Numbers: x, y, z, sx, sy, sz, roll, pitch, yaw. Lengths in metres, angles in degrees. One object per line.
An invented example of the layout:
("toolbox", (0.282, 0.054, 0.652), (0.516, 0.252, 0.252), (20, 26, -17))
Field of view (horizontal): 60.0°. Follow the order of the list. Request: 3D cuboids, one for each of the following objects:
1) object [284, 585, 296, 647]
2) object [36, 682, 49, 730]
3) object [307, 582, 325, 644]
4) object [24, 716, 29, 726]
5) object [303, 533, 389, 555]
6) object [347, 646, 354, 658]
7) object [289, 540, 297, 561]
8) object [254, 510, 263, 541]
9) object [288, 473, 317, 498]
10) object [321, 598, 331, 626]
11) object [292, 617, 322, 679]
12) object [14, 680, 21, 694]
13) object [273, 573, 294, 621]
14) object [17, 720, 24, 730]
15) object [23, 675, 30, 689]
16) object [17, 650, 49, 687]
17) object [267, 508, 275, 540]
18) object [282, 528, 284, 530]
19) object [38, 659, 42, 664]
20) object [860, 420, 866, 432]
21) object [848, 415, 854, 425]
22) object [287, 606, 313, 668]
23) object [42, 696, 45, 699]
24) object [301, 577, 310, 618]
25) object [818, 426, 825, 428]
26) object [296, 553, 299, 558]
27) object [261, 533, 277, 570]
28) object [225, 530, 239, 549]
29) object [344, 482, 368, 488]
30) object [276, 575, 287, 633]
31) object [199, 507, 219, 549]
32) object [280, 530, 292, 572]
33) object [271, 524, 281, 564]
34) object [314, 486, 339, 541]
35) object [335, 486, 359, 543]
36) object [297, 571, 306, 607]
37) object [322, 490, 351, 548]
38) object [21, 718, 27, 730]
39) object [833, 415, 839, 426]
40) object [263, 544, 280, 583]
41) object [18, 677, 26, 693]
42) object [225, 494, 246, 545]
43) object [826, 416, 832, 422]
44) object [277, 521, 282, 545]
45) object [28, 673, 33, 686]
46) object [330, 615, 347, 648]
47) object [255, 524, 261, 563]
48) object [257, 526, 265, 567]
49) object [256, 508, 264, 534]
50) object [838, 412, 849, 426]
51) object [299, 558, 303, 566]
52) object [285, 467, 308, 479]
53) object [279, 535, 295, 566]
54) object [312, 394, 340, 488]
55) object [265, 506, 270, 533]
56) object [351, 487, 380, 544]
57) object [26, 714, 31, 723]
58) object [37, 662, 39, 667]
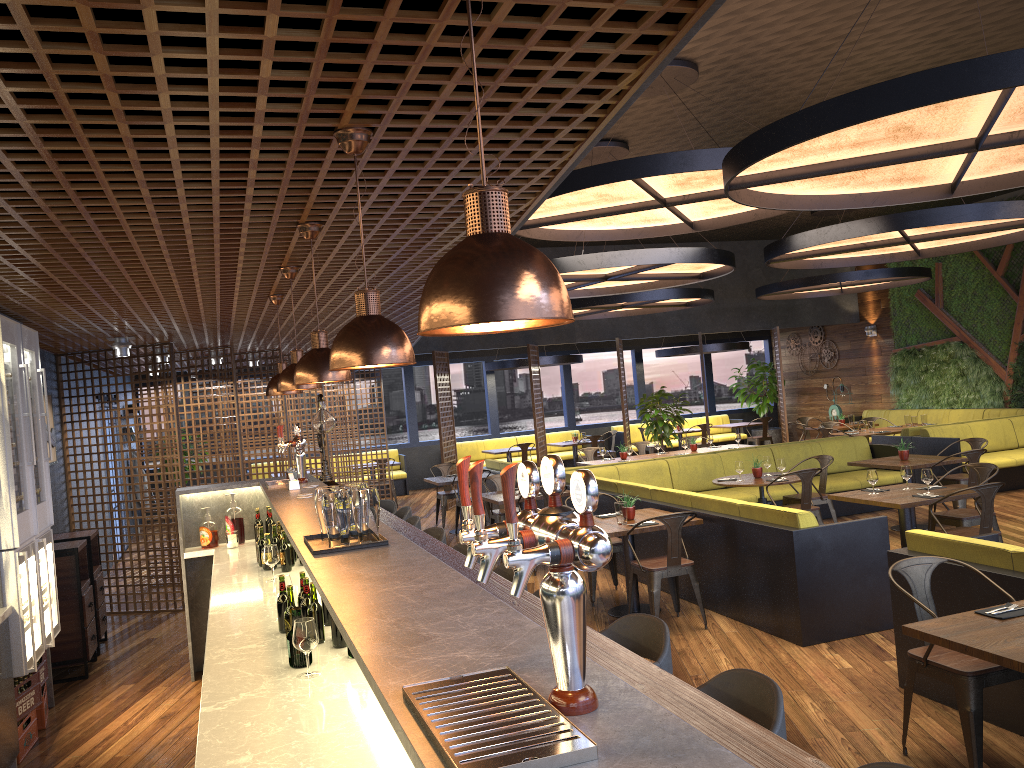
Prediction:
("object", (-0.918, 0.967, 3.700), (0.063, 0.254, 0.063), (-5, 0, -16))
("object", (-3.247, 2.155, 5.885), (0.277, 0.206, 0.416), (-5, 0, -25))
("object", (-0.827, 0.960, 3.725), (0.063, 0.254, 0.063), (-5, 0, 9))
("object", (-3.002, 2.111, 5.465), (0.057, 0.205, 0.056), (-5, 0, 38))
("object", (-0.645, 0.601, 3.411), (0.273, 0.019, 0.437), (-5, 0, -18))
("object", (-0.609, 0.954, 3.481), (0.088, 0.224, 0.088), (-5, 0, 36))
("object", (-1.439, 1.026, 5.757), (0.063, 0.254, 0.063), (-5, 0, -16))
("object", (-1.909, 1.073, 6.674), (0.063, 0.254, 0.063), (-5, 0, -31))
("object", (-1.292, 0.627, 5.601), (0.200, 0.106, 0.766), (-5, 0, -18))
("object", (-0.834, 0.962, 4.016), (0.063, 0.254, 0.063), (-5, 0, -16))
("object", (-0.761, 0.975, 3.283), (0.097, 0.206, 0.097), (-5, 0, 13))
("object", (-2.970, 1.881, 5.323), (0.056, 0.205, 0.057), (-5, 0, 8))
("object", (-1.084, 1.009, 4.209), (0.097, 0.206, 0.097), (-5, 0, 31))
("object", (-2.961, 2.107, 5.337), (0.056, 0.205, 0.057), (-5, 0, -2))
("object", (-2.989, 1.884, 5.456), (0.056, 0.205, 0.057), (-5, 0, -42))
("object", (-3.279, 1.931, 5.880), (0.277, 0.206, 0.416), (-5, 0, -15))
("object", (-1.819, 1.065, 6.693), (0.063, 0.254, 0.063), (-5, 0, -26))
("object", (-1.656, 1.050, 6.503), (0.063, 0.254, 0.063), (-5, 0, 44))
("object", (-3.208, 1.906, 6.003), (0.056, 0.205, 0.056), (-5, 0, 28))
("object", (5.693, 0.679, 14.369), (0.102, 0.178, 0.102), (-5, 0, -33))
("object", (6.143, 0.650, 16.048), (0.102, 0.178, 0.102), (-5, 0, 17))
("object", (-0.821, 0.972, 3.414), (0.088, 0.224, 0.088), (-5, 0, 11))
("object", (-3.173, 2.129, 5.961), (0.056, 0.205, 0.056), (-5, 0, 3))
("object", (-0.882, 0.965, 3.838), (0.063, 0.254, 0.063), (-5, 0, -26))
("object", (5.637, 0.774, 16.011), (0.157, 0.019, 0.255), (-5, 0, -19))
("object", (-1.437, 1.026, 5.883), (0.063, 0.254, 0.063), (-5, 0, -21))
("object", (-1.522, 1.047, 5.543), (0.088, 0.224, 0.088), (-5, 0, 26))
("object", (-2.075, 1.152, 6.577), (0.088, 0.123, 0.088), (-5, 0, -13))
("object", (-0.617, 0.504, 3.554), (0.105, 0.209, 0.105), (-5, 0, 17))
("object", (-1.016, 0.978, 3.952), (0.063, 0.254, 0.063), (-5, 0, -21))
("object", (-2.291, 1.082, 6.696), (0.133, 0.301, 0.133), (-5, 0, -13))
("object", (-1.388, 1.020, 5.426), (0.063, 0.254, 0.063), (-5, 0, -31))
("object", (-1.525, 1.033, 5.720), (0.063, 0.254, 0.063), (-5, 0, 9))
("object", (-0.723, 0.513, 3.511), (0.105, 0.209, 0.105), (-5, 0, 17))
("object", (-0.627, 0.504, 3.416), (0.105, 0.209, 0.105), (-5, 0, 17))
("object", (-0.932, 0.971, 3.987), (0.063, 0.254, 0.063), (-5, 0, 44))
("object", (-0.649, 0.505, 3.294), (0.105, 0.209, 0.105), (-5, 0, 17))
("object", (-2.980, 2.109, 5.398), (0.057, 0.205, 0.056), (-5, 0, -42))
("object", (5.933, 0.670, 16.247), (0.102, 0.178, 0.102), (-5, 0, 17))
("object", (-1.398, 1.042, 5.164), (0.097, 0.206, 0.097), (-5, 0, 13))
("object", (-2.978, 1.882, 5.387), (0.057, 0.205, 0.056), (-5, 0, -32))
("object", (-2.102, 1.023, 6.722), (0.133, 0.385, 0.133), (-5, 0, 21))
("object", (5.764, 0.683, 16.110), (0.102, 0.178, 0.102), (-5, 0, -33))
("object", (-1.535, 1.035, 5.868), (0.063, 0.254, 0.063), (-5, 0, 44))
("object", (-2.990, 1.884, 5.519), (0.057, 0.205, 0.056), (-5, 0, -7))
("object", (-0.714, 0.950, 3.635), (0.063, 0.254, 0.063), (-5, 0, -11))
("object", (-1.651, 1.045, 5.820), (0.063, 0.254, 0.063), (-5, 0, 24))
("object", (-1.598, 1.039, 5.679), (0.063, 0.254, 0.063), (-5, 0, 34))
("object", (-1.941, 1.077, 6.800), (0.063, 0.254, 0.063), (-5, 0, -26))
("object", (5.962, 0.619, 16.054), (0.238, 0.271, 0.260), (-5, 0, 3))
("object", (-1.305, 1.028, 5.602), (0.088, 0.224, 0.088), (-5, 0, -24))
("object", (-1.615, 0.669, 6.651), (0.091, 0.091, 0.177), (-5, 0, -43))
("object", (-1.422, 1.038, 5.594), (0.088, 0.224, 0.088), (-5, 0, 11))
("object", (-1.754, 0.564, 8.266), (0.263, 0.944, 0.566), (-5, 0, -26))
("object", (-1.875, 1.072, 6.853), (0.063, 0.254, 0.063), (-5, 0, 24))
("object", (-0.543, 0.496, 3.317), (0.105, 0.209, 0.105), (-5, 0, 17))
("object", (-3.015, 2.113, 5.527), (0.057, 0.205, 0.056), (-5, 0, -17))
("object", (-3.193, 1.904, 5.942), (0.056, 0.205, 0.056), (-5, 0, 13))
